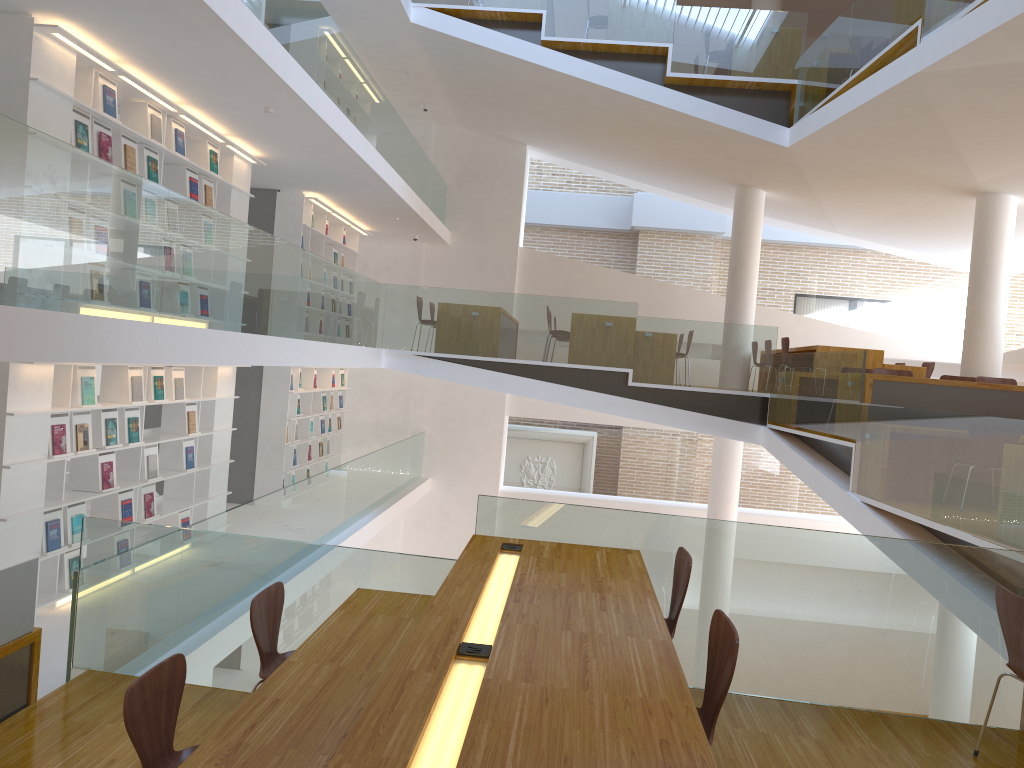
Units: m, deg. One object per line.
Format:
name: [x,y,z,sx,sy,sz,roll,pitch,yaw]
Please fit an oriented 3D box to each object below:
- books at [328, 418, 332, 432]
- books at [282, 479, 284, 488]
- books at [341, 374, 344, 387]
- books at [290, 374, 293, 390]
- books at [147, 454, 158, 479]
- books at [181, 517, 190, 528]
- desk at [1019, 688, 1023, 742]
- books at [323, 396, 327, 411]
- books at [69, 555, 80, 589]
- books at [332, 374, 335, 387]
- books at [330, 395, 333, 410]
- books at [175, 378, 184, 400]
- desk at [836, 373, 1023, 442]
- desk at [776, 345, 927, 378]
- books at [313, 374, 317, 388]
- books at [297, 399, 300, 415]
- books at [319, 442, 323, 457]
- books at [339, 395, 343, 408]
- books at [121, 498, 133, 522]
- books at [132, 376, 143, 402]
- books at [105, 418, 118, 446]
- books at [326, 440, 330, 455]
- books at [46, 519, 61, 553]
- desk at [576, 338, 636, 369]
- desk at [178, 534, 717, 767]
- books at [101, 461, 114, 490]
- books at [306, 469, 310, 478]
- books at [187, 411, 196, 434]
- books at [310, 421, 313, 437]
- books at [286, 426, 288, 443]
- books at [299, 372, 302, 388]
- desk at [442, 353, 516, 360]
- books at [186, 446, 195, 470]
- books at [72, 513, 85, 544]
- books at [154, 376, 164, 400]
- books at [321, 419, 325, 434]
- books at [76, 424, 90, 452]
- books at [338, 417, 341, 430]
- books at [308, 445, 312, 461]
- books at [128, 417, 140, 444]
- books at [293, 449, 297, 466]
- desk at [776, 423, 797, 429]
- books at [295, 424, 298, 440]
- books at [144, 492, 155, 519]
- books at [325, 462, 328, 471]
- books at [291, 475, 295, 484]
books: [-2.678,0.610,13.012,0.037,0.210,0.145,5,1,4]
books: [-2.873,1.295,11.065,0.037,0.210,0.145,5,1,4]
books: [-2.587,-0.053,13.549,0.037,0.210,0.145,5,1,4]
books: [-2.764,-0.014,11.057,0.037,0.210,0.145,5,1,4]
books: [-3.016,0.702,7.442,0.037,0.210,0.145,5,1,4]
books: [-3.019,1.345,8.207,0.037,0.210,0.145,5,1,4]
desk: [2.421,1.244,2.113,0.760,0.606,3.185,5,1,4]
books: [-2.677,0.279,12.671,0.037,0.210,0.145,5,1,4]
books: [-3.149,1.355,6.402,0.037,0.210,0.145,5,1,4]
books: [-2.626,-0.040,13.014,0.037,0.210,0.145,5,1,4]
books: [-2.652,0.274,13.020,0.037,0.210,0.145,5,1,4]
books: [-2.934,0.052,7.829,0.037,0.210,0.145,5,1,4]
desk: [4.608,0.550,7.618,3.216,1.022,1.248,5,1,4]
desk: [4.251,-0.044,11.847,1.247,0.762,3.194,5,1,4]
books: [-2.692,-0.026,12.107,0.037,0.210,0.145,5,1,4]
books: [-2.763,0.301,11.444,0.037,0.210,0.145,5,1,4]
books: [-2.728,0.939,12.687,0.037,0.210,0.145,5,1,4]
books: [-2.612,0.283,13.556,0.037,0.210,0.145,5,1,4]
books: [-3.072,1.027,7.080,0.037,0.210,0.145,5,1,4]
books: [-2.987,0.043,7.071,0.037,0.210,0.145,5,1,4]
books: [-3.042,0.365,6.735,0.037,0.210,0.145,5,1,4]
books: [-2.704,0.934,13.019,0.037,0.210,0.145,5,1,4]
books: [-3.141,1.039,6.078,0.037,0.210,0.145,5,1,4]
desk: [1.408,-0.433,11.981,1.248,0.757,3.196,5,1,4]
desk: [-0.211,1.176,2.492,1.285,0.918,3.236,5,1,4]
books: [-3.069,0.698,6.731,0.037,0.210,0.145,5,1,4]
books: [-2.796,1.273,12.130,0.037,0.210,0.145,5,1,4]
books: [-2.940,0.356,8.145,0.037,0.210,0.145,5,1,4]
books: [-2.744,0.616,12.120,0.037,0.210,0.145,5,1,4]
books: [-2.821,0.626,11.054,0.037,0.210,0.145,5,1,4]
books: [-2.739,-0.052,11.413,0.037,0.210,0.145,5,1,4]
desk: [-0.408,-0.661,12.110,0.760,0.606,3.194,5,1,4]
books: [-2.963,0.683,8.168,0.037,0.210,0.145,5,1,4]
books: [-3.120,1.047,6.385,0.037,0.210,0.145,5,1,4]
books: [-2.960,0.038,7.441,0.037,0.210,0.145,5,1,4]
books: [-2.702,0.615,12.677,0.037,0.210,0.145,5,1,4]
books: [-3.079,0.393,6.360,0.037,0.210,0.145,5,1,4]
books: [-2.638,0.607,13.566,0.037,0.210,0.145,5,1,4]
books: [-2.771,0.943,12.127,0.037,0.210,0.145,5,1,4]
books: [-3.015,0.372,7.071,0.037,0.210,0.145,5,1,4]
books: [-2.816,0.949,11.466,0.037,0.210,0.145,5,1,4]
desk: [4.685,0.307,9.646,3.356,0.606,0.760,5,1,4]
books: [-2.791,0.631,11.435,0.037,0.210,0.145,5,1,4]
books: [-3.046,1.022,7.447,0.037,0.210,0.145,5,1,4]
books: [-2.731,1.262,13.025,0.037,0.210,0.145,5,1,4]
books: [-2.842,1.292,11.496,0.037,0.210,0.145,5,1,4]
